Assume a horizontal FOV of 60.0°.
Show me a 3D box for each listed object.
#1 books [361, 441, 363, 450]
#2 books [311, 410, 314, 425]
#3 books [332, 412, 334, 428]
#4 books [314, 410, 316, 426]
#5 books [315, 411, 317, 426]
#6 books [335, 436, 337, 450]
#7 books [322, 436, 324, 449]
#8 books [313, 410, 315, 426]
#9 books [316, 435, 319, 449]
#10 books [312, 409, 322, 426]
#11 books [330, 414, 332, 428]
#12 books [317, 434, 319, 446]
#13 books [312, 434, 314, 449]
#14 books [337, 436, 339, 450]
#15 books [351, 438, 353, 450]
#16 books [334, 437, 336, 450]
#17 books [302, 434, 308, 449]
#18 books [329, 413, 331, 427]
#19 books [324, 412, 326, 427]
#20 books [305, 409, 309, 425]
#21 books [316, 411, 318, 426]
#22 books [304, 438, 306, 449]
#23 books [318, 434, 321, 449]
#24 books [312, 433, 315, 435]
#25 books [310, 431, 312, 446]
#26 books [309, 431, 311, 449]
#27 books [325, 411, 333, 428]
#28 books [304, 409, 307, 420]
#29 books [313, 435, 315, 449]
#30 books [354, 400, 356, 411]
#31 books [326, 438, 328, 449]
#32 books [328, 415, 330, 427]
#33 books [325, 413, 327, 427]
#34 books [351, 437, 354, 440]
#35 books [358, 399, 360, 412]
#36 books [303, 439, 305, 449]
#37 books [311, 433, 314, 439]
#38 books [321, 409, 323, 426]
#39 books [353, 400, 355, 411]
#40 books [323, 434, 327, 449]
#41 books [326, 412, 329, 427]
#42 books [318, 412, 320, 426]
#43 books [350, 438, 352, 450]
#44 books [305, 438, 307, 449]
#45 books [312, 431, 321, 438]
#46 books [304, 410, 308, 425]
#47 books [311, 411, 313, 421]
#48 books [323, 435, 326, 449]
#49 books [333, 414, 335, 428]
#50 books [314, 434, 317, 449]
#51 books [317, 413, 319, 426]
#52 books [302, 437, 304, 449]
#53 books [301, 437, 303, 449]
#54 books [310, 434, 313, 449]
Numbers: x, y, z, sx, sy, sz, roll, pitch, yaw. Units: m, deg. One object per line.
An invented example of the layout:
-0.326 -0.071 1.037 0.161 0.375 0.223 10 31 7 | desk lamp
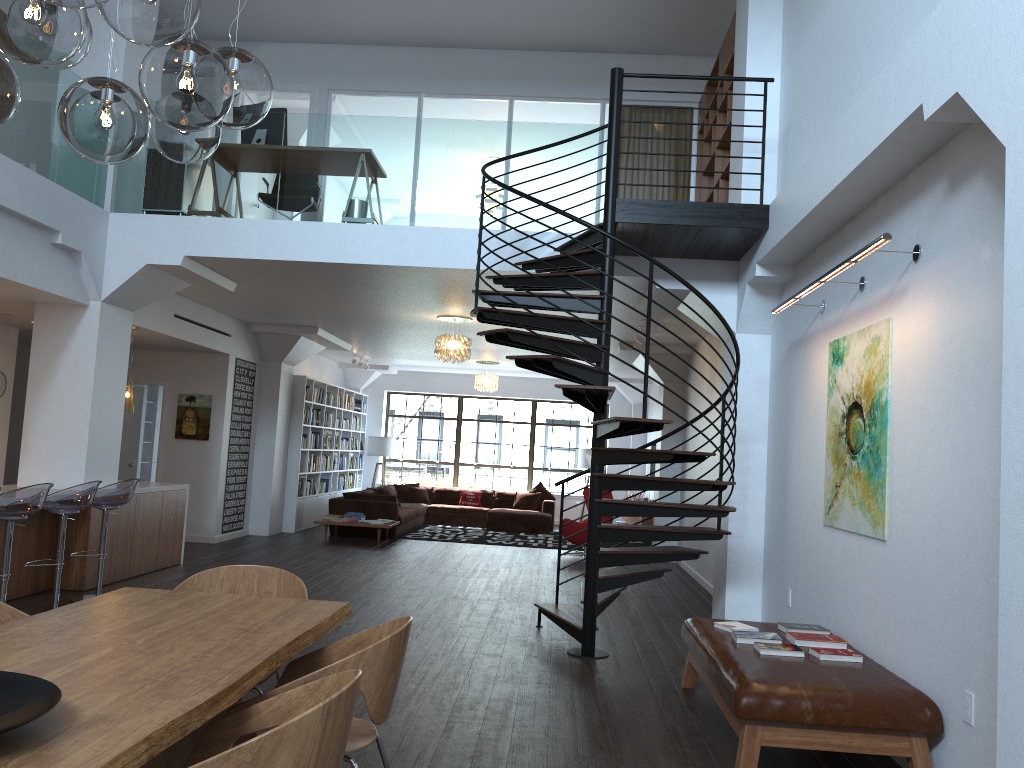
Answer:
-3.121 1.235 18.002 0.182 0.215 0.188 3 -4 3 | books
-3.301 0.541 14.348 0.183 0.253 0.042 3 -4 3 | books
-3.235 0.626 15.591 0.197 0.283 0.065 3 -4 3 | books
-3.298 0.552 14.474 0.160 0.251 0.039 3 -4 3 | books
-3.293 0.558 14.513 0.171 0.246 0.039 3 -4 3 | books
-3.232 1.043 15.858 0.174 0.251 0.051 3 -4 3 | books
-3.276 0.990 15.037 0.161 0.223 0.032 3 -4 3 | books
-3.302 0.545 14.435 0.180 0.259 0.042 3 -4 3 | books
-3.292 0.953 14.672 0.174 0.239 0.045 3 -4 3 | books
-3.288 0.562 14.814 0.198 0.284 0.049 3 -4 3 | books
-3.233 0.637 15.452 0.174 0.239 0.045 3 -4 3 | books
-3.296 0.949 14.713 0.182 0.253 0.034 3 -4 3 | books
-3.313 0.926 14.376 0.170 0.245 0.057 3 -4 3 | books
-3.229 1.060 16.031 0.171 0.246 0.036 3 -4 3 | books
-3.168 1.149 17.091 0.174 0.240 0.054 3 -4 3 | books
-3.236 1.054 15.817 0.161 0.223 0.030 3 -4 3 | books
-3.319 0.908 14.052 0.140 0.231 0.042 3 -4 3 | books
-3.239 0.630 15.401 0.170 0.245 0.057 3 -4 3 | books
-3.248 0.597 15.031 0.182 0.253 0.034 3 -4 3 | books
-3.306 0.519 13.999 0.174 0.242 0.105 3 -4 3 | books
-3.293 0.560 14.587 0.183 0.253 0.042 3 -4 3 | books
-3.315 0.934 13.964 0.120 0.167 0.020 3 -4 3 | books
-3.283 0.953 14.746 0.182 0.253 0.034 3 -4 3 | books
-3.322 0.934 14.540 0.182 0.253 0.034 3 -4 3 | books
-3.321 0.893 14.251 0.176 0.290 0.053 3 -4 3 | books
-3.328 0.891 14.190 0.197 0.283 0.065 3 -4 3 | books
-3.234 0.618 15.531 0.176 0.290 0.053 3 -4 3 | books
-3.315 0.517 13.960 0.172 0.239 0.093 3 -4 3 | books
-3.303 0.943 14.443 0.161 0.223 0.027 3 -4 3 | books
-3.119 0.413 17.184 0.161 0.223 0.032 3 -4 3 | books
-3.260 1.022 15.311 0.161 0.207 0.135 3 -4 3 | books
-3.237 0.636 15.333 0.161 0.223 0.027 3 -4 3 | books
-3.249 0.609 15.104 0.174 0.239 0.045 3 -4 3 | books
-3.172 1.151 17.204 0.183 0.253 0.042 3 -4 3 | books
-3.113 0.428 17.565 0.183 0.253 0.042 3 -4 3 | books
-3.315 0.937 13.926 0.110 0.153 0.019 3 -4 3 | books
-3.312 0.927 14.418 0.159 0.250 0.026 3 -4 3 | books
-3.269 0.564 14.865 0.176 0.291 0.053 3 -4 3 | books
-3.127 0.407 17.120 0.161 0.223 0.032 3 -4 3 | books
-3.276 0.987 15.193 0.183 0.253 0.042 3 -4 3 | books
-3.244 0.611 15.205 0.182 0.253 0.034 3 -4 3 | books
-3.277 0.576 14.697 0.174 0.240 0.054 3 -4 3 | books
-3.172 1.154 17.047 0.161 0.223 0.032 3 -4 3 | books
-3.306 0.938 14.015 0.107 0.167 0.017 3 -4 3 | books
-3.290 0.939 14.810 0.176 0.294 0.102 3 -4 3 | books
-3.307 0.516 13.916 0.172 0.235 0.112 3 -4 3 | books
-3.307 0.543 14.258 0.174 0.236 0.142 3 -4 4 | books
-3.272 0.985 15.080 0.174 0.240 0.054 3 -4 3 | books
-3.218 0.649 15.662 0.159 0.250 0.026 3 -4 3 | books
-3.298 0.938 14.573 0.182 0.253 0.034 3 -4 3 | books
-3.277 0.579 14.621 0.161 0.223 0.032 3 -4 3 | books
-3.333 0.916 13.865 0.134 0.184 0.030 3 -4 3 | books
-3.327 0.916 13.817 0.128 0.178 0.022 3 -4 3 | books
-3.313 0.925 14.325 0.174 0.239 0.045 3 -4 3 | books
